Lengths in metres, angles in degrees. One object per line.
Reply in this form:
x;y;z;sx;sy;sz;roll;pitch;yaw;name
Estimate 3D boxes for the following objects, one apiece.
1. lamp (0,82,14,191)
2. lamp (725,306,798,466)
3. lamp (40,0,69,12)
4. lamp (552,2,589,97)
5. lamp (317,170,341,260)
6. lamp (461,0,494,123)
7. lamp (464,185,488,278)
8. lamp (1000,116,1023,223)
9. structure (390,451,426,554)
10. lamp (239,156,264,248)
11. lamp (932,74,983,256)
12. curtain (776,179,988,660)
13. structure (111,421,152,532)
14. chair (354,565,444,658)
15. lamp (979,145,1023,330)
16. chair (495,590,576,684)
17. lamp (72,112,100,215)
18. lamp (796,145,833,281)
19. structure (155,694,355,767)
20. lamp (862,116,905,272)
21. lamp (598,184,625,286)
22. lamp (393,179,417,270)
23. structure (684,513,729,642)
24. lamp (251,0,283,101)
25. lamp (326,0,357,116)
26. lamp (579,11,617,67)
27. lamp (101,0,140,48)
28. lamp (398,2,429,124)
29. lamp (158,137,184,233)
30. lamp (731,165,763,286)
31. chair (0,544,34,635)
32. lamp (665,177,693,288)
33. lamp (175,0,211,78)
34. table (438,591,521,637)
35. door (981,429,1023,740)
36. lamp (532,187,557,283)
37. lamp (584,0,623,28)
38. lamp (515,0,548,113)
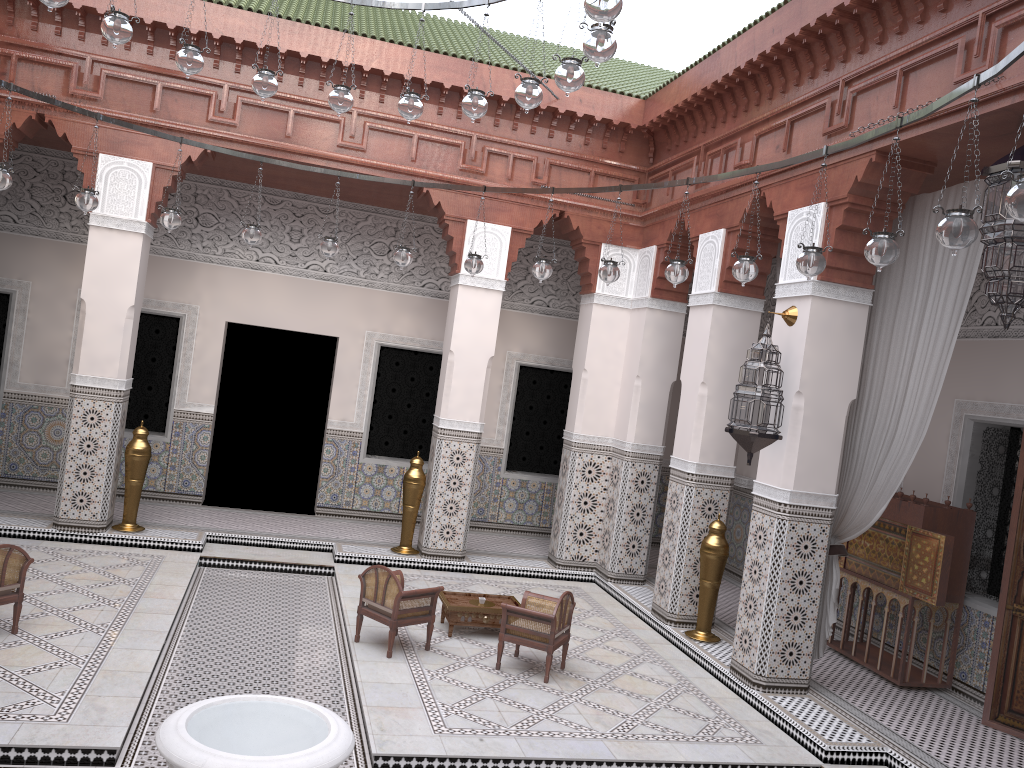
-1.694;-0.816;2.953;0.090;0.371;0.091;8;1;0;lamp
0.918;-0.005;3.279;0.217;0.618;0.216;8;1;-14;lamp
-1.100;-1.088;2.157;0.090;0.371;0.091;8;1;20;lamp
0.174;-0.915;2.261;0.091;0.371;0.090;8;1;25;lamp
-0.741;-0.695;3.659;0.090;0.371;0.091;8;1;0;lamp
-0.087;-0.955;2.624;0.091;0.371;0.090;8;1;-10;lamp
-0.131;-0.611;3.567;0.091;0.371;0.090;8;1;-20;lamp
0.907;-0.444;1.500;0.090;0.371;0.091;7;1;-30;lamp
-0.534;0.624;4.727;0.156;0.539;0.156;8;1;36;structure
-1.038;-0.735;3.583;0.090;0.371;0.091;8;1;0;lamp
0.935;-0.444;1.806;0.090;0.371;0.091;7;1;-40;lamp
1.260;0.188;3.394;0.048;1.761;1.304;8;1;-14;curtain
-1.862;0.448;4.385;0.156;0.539;0.156;8;1;36;structure
-0.430;0.832;3.332;0.263;0.313;0.208;8;1;42;chair
1.401;-0.432;2.444;0.220;0.571;0.221;8;1;-14;lamp
0.090;0.904;3.284;0.208;0.313;0.263;8;1;22;chair
-1.527;-0.797;3.214;0.090;0.371;0.091;8;1;0;lamp
0.844;-0.464;2.427;0.091;0.371;0.090;8;1;20;lamp
-0.603;0.923;2.007;0.501;0.310;0.528;8;1;-14;structure
0.911;-0.451;2.118;0.091;0.371;0.090;8;1;40;lamp
0.378;-0.537;3.224;0.091;0.371;0.090;8;1;0;lamp
-0.428;-0.652;3.647;0.091;0.371;0.090;7;1;-35;lamp
0.860;0.825;3.830;0.156;0.539;0.156;7;1;-42;structure
-0.729;-1.044;2.703;0.091;0.371;0.090;8;1;-10;lamp
-0.506;-1.014;2.758;0.091;0.371;0.090;8;1;10;lamp
0.227;-0.905;2.021;0.090;0.371;0.091;7;1;-45;lamp
-1.039;-1.082;2.378;0.090;0.371;0.091;8;1;40;lamp
-0.292;-0.985;2.735;0.091;0.371;0.090;7;1;-35;lamp
-1.306;-0.769;3.430;0.090;0.371;0.091;8;1;0;lamp
0.741;-0.482;2.715;0.091;0.371;0.090;8;1;30;lamp
-1.749;0.658;2.883;0.208;0.313;0.263;8;1;22;chair
0.579;-0.507;2.982;0.091;0.371;0.090;8;1;20;lamp
-0.911;-1.067;2.569;0.091;0.371;0.090;7;1;-30;lamp
-0.132;0.956;3.666;0.330;0.142;0.229;8;1;-14;table
2.139;0.554;2.642;0.419;1.461;1.244;8;1;-14;door
0.139;-0.572;3.421;0.091;0.371;0.090;8;1;-10;lamp
0.212;-0.904;1.794;0.090;0.371;0.091;7;1;-40;lamp
0.072;-0.932;2.455;0.091;0.371;0.090;8;1;10;lamp
